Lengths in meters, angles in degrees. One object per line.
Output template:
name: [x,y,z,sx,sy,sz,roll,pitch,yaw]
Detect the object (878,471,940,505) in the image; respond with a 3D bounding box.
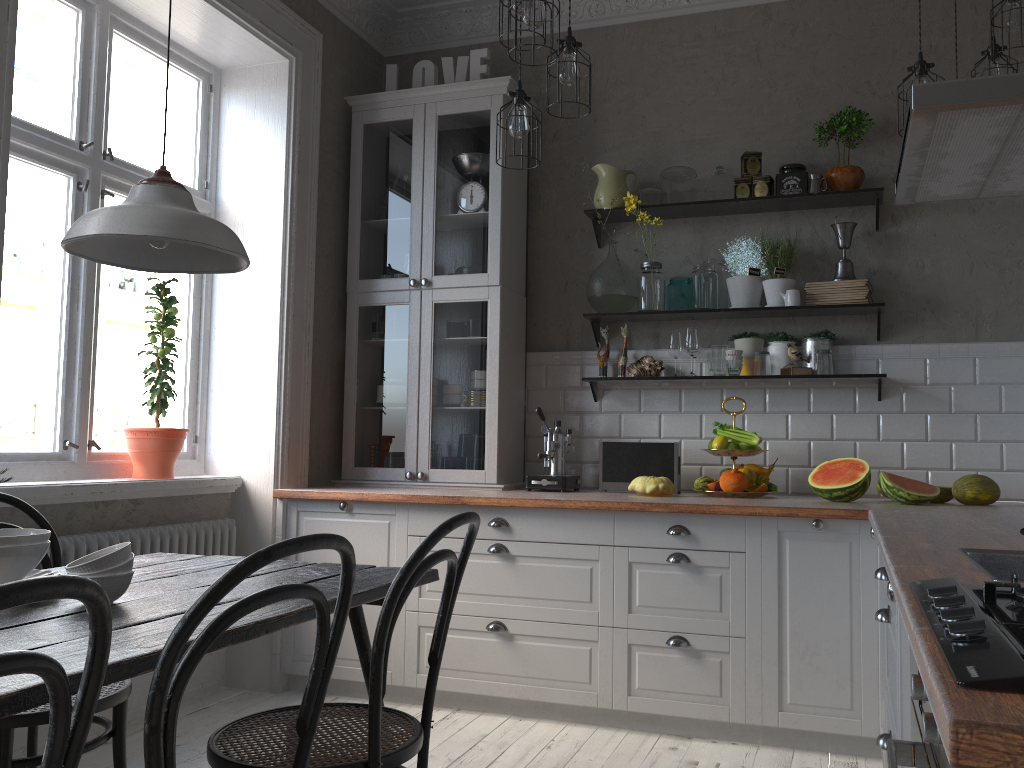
object: [1.499,0.392,3.323,0.224,0.127,0.149,1,-4,2]

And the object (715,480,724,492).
object: [0.886,0.440,3.764,0.069,0.076,0.229,1,-4,3]

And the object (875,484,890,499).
object: [1.576,0.442,3.584,0.195,0.067,0.105,-1,-5,26]

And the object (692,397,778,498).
object: [0.943,0.266,3.760,0.351,0.425,0.353,1,-4,5]

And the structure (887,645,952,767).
structure: [0.726,0.619,0.905,0.610,0.623,0.630,-1,-4,20]

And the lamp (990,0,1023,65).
lamp: [1.741,-1.988,3.099,0.148,1.735,0.146,2,-4,-8]

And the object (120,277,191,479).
object: [-1.425,-0.029,3.567,0.265,0.813,0.254,5,-6,-43]

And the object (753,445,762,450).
object: [1.030,0.274,3.740,0.051,0.050,0.050,-1,-5,29]

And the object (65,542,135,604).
object: [-0.822,0.377,1.765,0.122,0.119,0.130,-2,-5,35]

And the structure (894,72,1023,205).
structure: [1.251,-1.305,2.002,0.703,1.596,0.721,-1,-4,20]

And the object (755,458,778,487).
object: [1.063,0.371,3.727,0.060,0.120,0.128,-3,-6,43]

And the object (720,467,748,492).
object: [0.907,0.395,3.628,0.114,0.111,0.110,2,-4,-13]

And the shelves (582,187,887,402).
shelves: [0.982,-0.352,4.003,1.299,0.923,0.231,-1,-4,19]

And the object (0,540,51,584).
object: [-1.040,0.369,1.794,0.178,0.094,0.181,0,-4,11]

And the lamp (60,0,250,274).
lamp: [-0.758,-1.200,2.007,0.373,1.858,0.386,-1,-5,27]

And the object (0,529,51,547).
object: [-1.040,0.349,1.796,0.178,0.094,0.181,0,-4,11]

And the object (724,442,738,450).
object: [0.917,0.271,3.709,0.063,0.061,0.067,-1,-4,20]

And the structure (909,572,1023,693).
structure: [0.710,0.256,0.944,0.489,0.031,0.614,-1,-4,20]

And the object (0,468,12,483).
object: [-0.882,0.193,1.268,0.308,0.414,0.254,0,-4,18]

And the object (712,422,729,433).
object: [0.888,0.188,3.761,0.073,0.058,0.051,1,-4,-4]

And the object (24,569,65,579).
object: [-1.040,0.405,1.792,0.232,0.027,0.242,-3,-6,43]

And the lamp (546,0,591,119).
lamp: [0.201,-1.763,2.975,0.146,1.735,0.147,1,-4,7]

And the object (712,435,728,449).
object: [0.873,0.248,3.710,0.058,0.069,0.080,-2,-5,39]

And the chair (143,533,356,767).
chair: [-0.544,0.688,1.395,0.540,0.920,0.445,-1,-5,27]

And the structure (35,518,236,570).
structure: [-1.425,0.746,3.242,0.147,0.428,1.238,0,-4,19]

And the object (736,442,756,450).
object: [0.981,0.275,3.724,0.076,0.062,0.100,1,-4,-7]

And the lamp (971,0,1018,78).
lamp: [1.761,-1.848,3.264,0.149,1.735,0.144,3,-5,-28]

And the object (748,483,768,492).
object: [1.014,0.433,3.661,0.069,0.051,0.088,3,-4,-22]

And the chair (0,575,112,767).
chair: [-0.732,0.649,0.889,0.543,0.920,0.443,0,-4,17]

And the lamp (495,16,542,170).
lamp: [0.036,-1.603,3.023,0.148,1.735,0.145,2,-4,-13]

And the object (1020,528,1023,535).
object: [0.589,0.158,0.840,0.190,0.147,0.193,1,-4,-1]

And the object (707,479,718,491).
object: [0.867,0.430,3.755,0.090,0.057,0.083,4,-5,-38]

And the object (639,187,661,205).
object: [0.647,-0.857,4.161,0.102,0.111,0.104,-1,-4,19]

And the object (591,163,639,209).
object: [0.478,-0.913,4.161,0.187,0.216,0.176,-2,-5,33]

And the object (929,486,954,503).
object: [1.653,0.430,3.455,0.202,0.073,0.118,2,-4,-17]

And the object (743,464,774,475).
object: [1.041,0.365,3.743,0.126,0.056,0.060,0,-4,11]

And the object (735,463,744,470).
object: [0.982,0.387,3.807,0.084,0.093,0.088,0,-4,16]

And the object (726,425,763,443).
object: [0.998,0.223,3.789,0.177,0.096,0.090,-3,-5,40]

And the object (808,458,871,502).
object: [1.276,0.375,3.455,0.231,0.174,0.222,-3,-5,41]

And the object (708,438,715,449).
object: [0.886,0.270,3.784,0.095,0.078,0.101,0,-4,7]

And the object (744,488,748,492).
object: [0.951,0.441,3.688,0.070,0.065,0.070,-3,-5,41]

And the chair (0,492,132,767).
chair: [-1.210,0.734,2.181,0.539,0.920,0.446,-2,-5,32]

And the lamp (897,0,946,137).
lamp: [1.426,-1.733,3.112,0.150,1.735,0.143,4,-5,-38]

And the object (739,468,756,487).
object: [0.972,0.389,3.688,0.089,0.078,0.087,5,-6,-44]

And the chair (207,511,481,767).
chair: [-0.354,0.723,1.847,0.543,0.920,0.443,0,-4,17]

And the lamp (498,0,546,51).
lamp: [0.047,-1.954,2.876,0.146,1.735,0.147,1,-4,7]

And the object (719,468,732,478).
object: [0.955,0.399,3.823,0.157,0.076,0.077,5,-6,-44]

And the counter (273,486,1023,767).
counter: [0.176,0.393,2.508,3.120,0.039,3.435,-1,-4,20]

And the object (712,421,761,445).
object: [0.948,0.208,3.734,0.207,0.101,0.068,-1,-5,26]

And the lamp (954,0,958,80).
lamp: [1.592,-1.602,3.189,0.148,1.735,0.146,2,-4,-8]

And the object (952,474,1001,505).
object: [1.763,0.402,3.366,0.206,0.119,0.130,2,-4,-18]

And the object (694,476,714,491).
object: [0.843,0.430,3.802,0.155,0.072,0.075,4,-5,-41]

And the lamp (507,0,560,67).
lamp: [0.078,-1.836,2.686,0.149,1.735,0.144,3,-4,-23]

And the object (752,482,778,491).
object: [1.042,0.433,3.782,0.055,0.044,0.213,3,-5,-31]
